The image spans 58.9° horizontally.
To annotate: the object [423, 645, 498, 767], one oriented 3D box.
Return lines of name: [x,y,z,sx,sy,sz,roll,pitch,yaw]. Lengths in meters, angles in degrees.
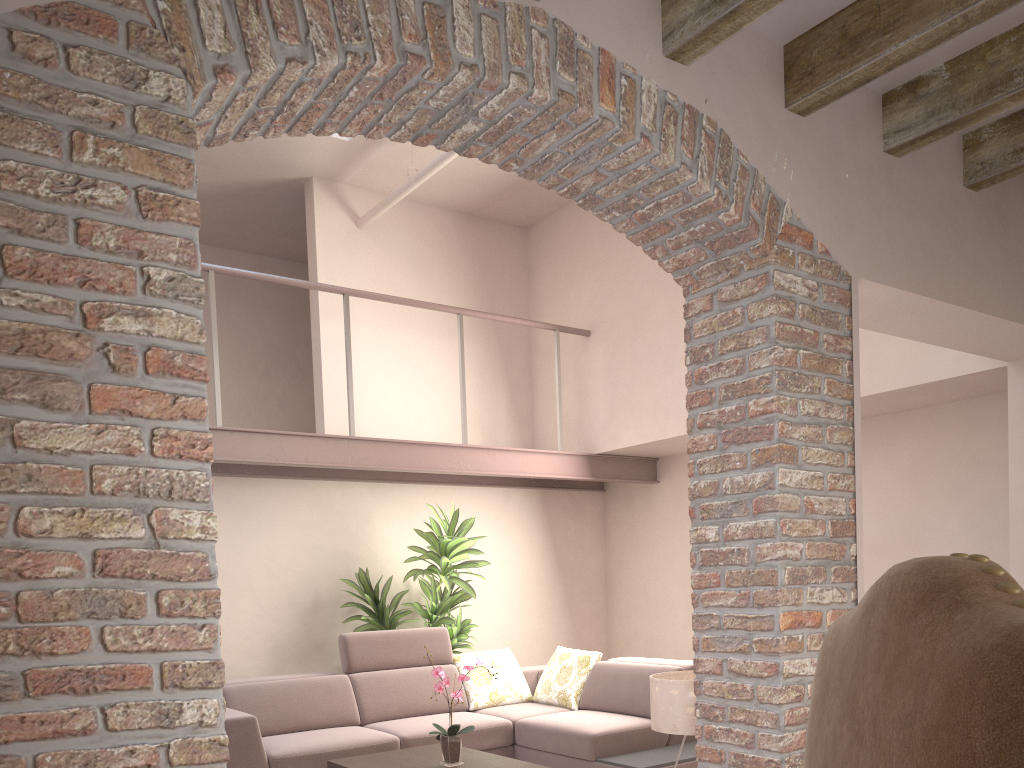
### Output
object: [-0.283,1.560,4.396,0.302,0.595,0.367,-2,-1,-41]

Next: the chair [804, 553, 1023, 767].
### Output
chair: [0.128,0.789,0.873,0.638,1.241,0.548,-2,0,4]

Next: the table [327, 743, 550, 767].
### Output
table: [-0.319,2.032,4.402,0.713,0.345,1.204,5,-13,-35]

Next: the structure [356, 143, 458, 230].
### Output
structure: [0.005,-1.725,5.214,0.110,0.324,4.157,-3,-10,-36]

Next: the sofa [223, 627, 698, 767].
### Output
sofa: [-0.406,1.929,5.275,3.192,0.936,2.172,6,-13,-35]

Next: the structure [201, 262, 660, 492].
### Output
structure: [-1.025,0.667,4.593,7.279,3.200,3.790,5,-9,-35]

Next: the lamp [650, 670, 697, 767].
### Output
lamp: [0.753,1.571,3.594,0.390,0.847,0.408,-2,0,-36]
